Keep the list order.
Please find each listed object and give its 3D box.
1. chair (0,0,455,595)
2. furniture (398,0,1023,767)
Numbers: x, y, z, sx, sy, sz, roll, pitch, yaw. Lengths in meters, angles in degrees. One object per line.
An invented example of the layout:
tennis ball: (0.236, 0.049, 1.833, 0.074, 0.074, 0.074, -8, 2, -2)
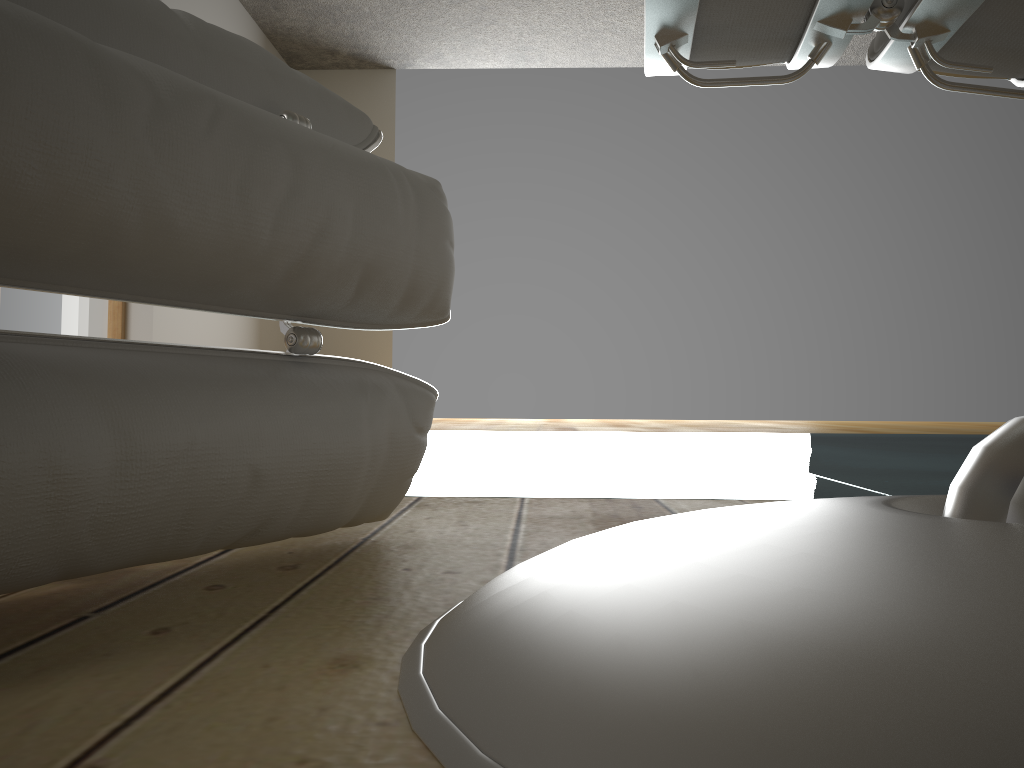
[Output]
chair: (-0.552, -0.361, 0.705, 0.914, 0.970, 0.569, -1, -3, 27)
furniture: (0.295, -0.098, 0.391, 0.686, 0.440, 0.569, 0, -2, 9)
